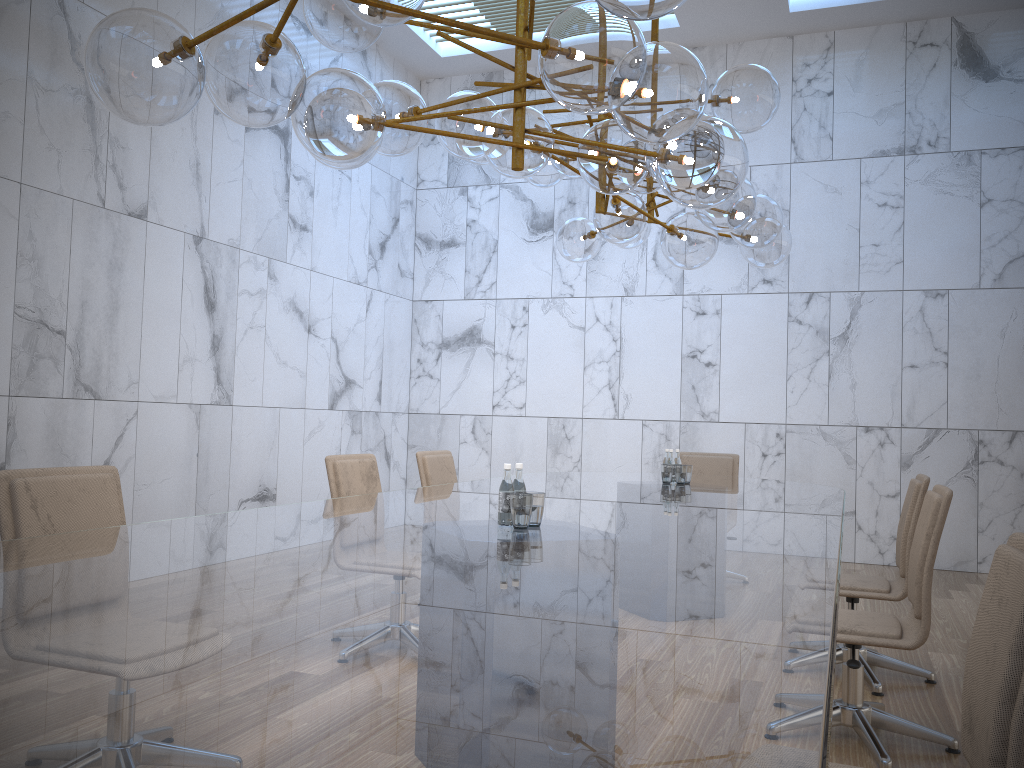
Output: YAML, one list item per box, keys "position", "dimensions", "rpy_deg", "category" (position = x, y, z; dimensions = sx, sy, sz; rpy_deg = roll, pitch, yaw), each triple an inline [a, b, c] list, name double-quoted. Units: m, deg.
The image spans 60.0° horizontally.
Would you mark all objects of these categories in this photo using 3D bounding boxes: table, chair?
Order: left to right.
- position: [-1.261, 0.781, 2.832]
  dimensions: [0.697, 1.000, 0.726]
  rpy_deg: [1, -3, 20]
  category: "chair"
- position: [-0.605, 0.875, 4.555]
  dimensions: [0.697, 1.000, 0.726]
  rpy_deg: [1, -3, 20]
  category: "chair"
- position: [-0.250, 0.926, 5.489]
  dimensions: [0.697, 1.000, 0.726]
  rpy_deg: [1, -3, 20]
  category: "chair"
- position: [0.009, 0.907, 3.040]
  dimensions: [2.092, 0.835, 7.924]
  rpy_deg: [1, -3, 21]
  category: "table"
- position: [1.451, 1.036, 6.830]
  dimensions: [0.726, 1.000, 0.697]
  rpy_deg: [1, -3, 21]
  category: "chair"
- position: [1.735, 0.943, 4.417]
  dimensions: [0.697, 1.000, 0.726]
  rpy_deg: [1, -3, 21]
  category: "chair"
- position: [1.382, 0.892, 3.490]
  dimensions: [0.697, 1.000, 0.726]
  rpy_deg: [1, -3, 21]
  category: "chair"
- position: [0.725, 0.798, 1.763]
  dimensions: [0.697, 1.000, 0.726]
  rpy_deg: [1, -3, 21]
  category: "chair"

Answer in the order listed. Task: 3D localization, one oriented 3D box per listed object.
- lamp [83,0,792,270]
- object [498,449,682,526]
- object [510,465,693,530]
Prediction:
- position: [0.053, -1.907, 3.049]
  dimensions: [1.557, 2.716, 5.672]
  rpy_deg: [1, -3, 21]
  category: "lamp"
- position: [0.126, 0.400, 3.368]
  dimensions: [0.124, 0.213, 5.189]
  rpy_deg: [1, -3, 21]
  category: "object"
- position: [0.166, 0.448, 3.336]
  dimensions: [0.183, 0.117, 5.112]
  rpy_deg: [1, -3, 21]
  category: "object"
